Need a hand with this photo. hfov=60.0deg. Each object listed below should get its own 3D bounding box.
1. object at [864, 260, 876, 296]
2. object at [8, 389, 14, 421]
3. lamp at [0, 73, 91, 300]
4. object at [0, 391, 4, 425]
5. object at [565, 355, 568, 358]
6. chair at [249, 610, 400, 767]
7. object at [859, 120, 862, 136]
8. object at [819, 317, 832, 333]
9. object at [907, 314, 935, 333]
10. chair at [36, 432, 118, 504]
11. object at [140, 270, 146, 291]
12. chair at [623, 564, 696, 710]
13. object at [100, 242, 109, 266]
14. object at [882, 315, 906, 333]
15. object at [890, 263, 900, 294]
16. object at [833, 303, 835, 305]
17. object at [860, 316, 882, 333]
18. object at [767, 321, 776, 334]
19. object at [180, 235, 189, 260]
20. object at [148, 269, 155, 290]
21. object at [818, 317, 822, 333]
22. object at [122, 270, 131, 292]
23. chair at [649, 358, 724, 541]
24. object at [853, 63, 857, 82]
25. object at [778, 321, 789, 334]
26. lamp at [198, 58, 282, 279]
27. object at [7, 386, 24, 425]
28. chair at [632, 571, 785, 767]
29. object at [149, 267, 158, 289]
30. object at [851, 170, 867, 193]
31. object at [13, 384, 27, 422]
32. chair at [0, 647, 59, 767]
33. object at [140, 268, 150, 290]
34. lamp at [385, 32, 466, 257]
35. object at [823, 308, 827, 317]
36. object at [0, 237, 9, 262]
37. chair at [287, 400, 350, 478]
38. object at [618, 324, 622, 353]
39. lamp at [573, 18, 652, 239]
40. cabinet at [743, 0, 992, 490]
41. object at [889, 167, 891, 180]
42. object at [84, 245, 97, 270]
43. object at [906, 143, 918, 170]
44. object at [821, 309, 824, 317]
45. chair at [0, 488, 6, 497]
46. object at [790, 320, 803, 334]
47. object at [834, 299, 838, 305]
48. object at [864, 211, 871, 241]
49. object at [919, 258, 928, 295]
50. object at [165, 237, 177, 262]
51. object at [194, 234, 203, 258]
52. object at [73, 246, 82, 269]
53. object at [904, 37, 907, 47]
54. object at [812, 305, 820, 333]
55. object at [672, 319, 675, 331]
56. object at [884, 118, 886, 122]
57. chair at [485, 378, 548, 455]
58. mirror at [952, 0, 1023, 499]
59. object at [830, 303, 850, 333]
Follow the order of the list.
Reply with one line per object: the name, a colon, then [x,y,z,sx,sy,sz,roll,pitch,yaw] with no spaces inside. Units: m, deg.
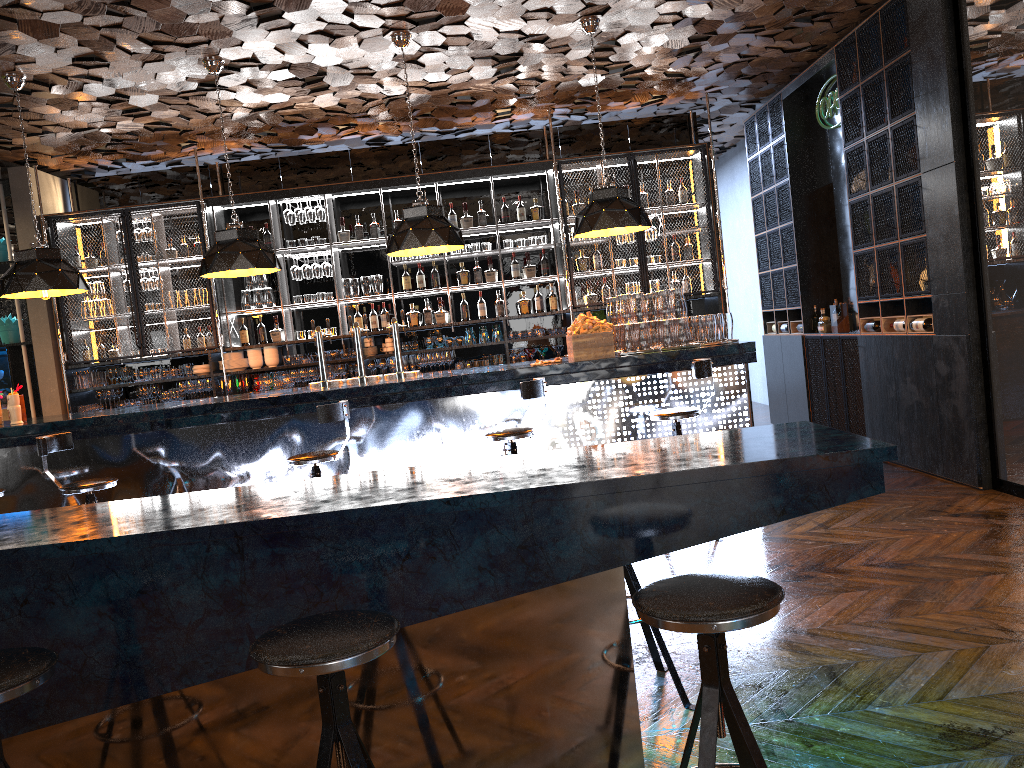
object: [3.102,-0.894,7.435,0.175,0.351,0.369,-6,3,4]
object: [-3.603,0.154,6.415,0.080,0.254,0.091,-6,3,1]
lamp: [-3.486,-1.409,6.414,0.582,1.606,0.607,-7,3,-1]
object: [-3.730,0.148,6.385,0.116,0.298,0.105,-5,4,30]
object: [0.558,-0.223,6.795,0.273,0.019,0.437,-7,3,-1]
chair: [-0.365,0.936,1.966,0.419,0.813,0.419,-7,3,-6]
object: [2.959,-2.136,7.358,0.126,0.249,0.253,-7,3,-1]
object: [3.034,-0.570,8.572,0.106,0.164,0.106,-7,3,-11]
object: [3.081,-0.450,6.567,0.123,0.132,0.396,-6,3,0]
chair: [-2.541,0.840,5.333,0.476,1.108,0.419,-7,3,-1]
object: [-3.821,-1.066,9.152,0.081,0.213,0.081,-6,3,5]
chair: [0.397,0.772,3.323,0.419,0.813,0.419,-7,3,-6]
object: [-4.167,-1.319,9.067,0.075,0.261,0.075,-9,4,-42]
object: [3.071,-0.472,6.998,0.122,0.132,0.396,-7,3,-1]
object: [3.086,-0.830,7.010,0.131,0.280,0.208,-8,3,-19]
object: [3.179,-0.653,8.717,0.080,0.279,0.080,-9,4,-43]
object: [3.061,-0.495,7.423,0.122,0.133,0.396,-7,3,-1]
object: [3.012,-0.645,10.063,0.122,0.132,0.396,-6,3,1]
object: [-3.355,-1.398,9.082,0.073,0.246,0.072,-7,3,-16]
object: [-3.736,-1.076,9.153,0.081,0.213,0.081,-6,3,5]
object: [3.113,-0.586,8.702,0.228,0.164,0.117,-6,3,0]
object: [-3.913,-1.048,9.006,0.081,0.213,0.081,-6,3,5]
chair: [1.085,0.413,5.624,0.476,1.108,0.419,-6,3,9]
object: [2.926,-2.565,7.306,0.126,0.249,0.253,-8,4,-31]
object: [3.018,-0.619,9.635,0.123,0.132,0.396,-7,3,-1]
lamp: [-2.108,-1.600,6.567,0.582,1.564,0.607,-7,3,-1]
object: [-3.459,0.147,6.176,0.081,0.264,0.099,-5,3,19]
chair: [0.467,0.843,1.950,0.419,0.813,0.419,-7,3,-6]
object: [-3.642,-1.079,9.012,0.081,0.213,0.081,-6,3,5]
object: [3.013,-1.689,7.373,0.192,0.221,0.403,-8,4,-32]
object: [-3.515,0.139,6.302,0.080,0.277,0.091,-4,4,31]
chair: [-1.130,1.023,1.962,0.419,0.813,0.419,-7,3,-6]
object: [-3.732,-1.068,9.010,0.081,0.213,0.081,-6,3,5]
lamp: [-0.719,-1.752,6.478,0.582,1.564,0.607,-7,3,-1]
object: [3.130,-0.639,8.873,0.065,0.237,0.065,-9,4,-43]
object: [-5.194,-1.352,8.952,0.265,0.325,0.245,-7,3,-7]
chair: [-1.163,0.677,5.462,0.476,1.108,0.419,-6,3,14]
object: [0.821,-0.330,6.441,0.105,0.209,0.105,-5,4,24]
lamp: [0.664,-1.916,6.626,0.582,1.564,0.607,-7,3,-1]
cabinet: [3.175,-1.178,8.071,0.691,3.514,4.416,-7,3,-1]
object: [3.059,-1.682,6.915,0.126,0.249,0.253,-8,4,-31]
object: [-4.300,-1.293,9.050,0.108,0.244,0.108,-7,3,-13]
object: [3.045,-1.658,6.514,0.266,0.239,0.265,-8,4,-23]
object: [3.084,-0.630,8.801,0.065,0.237,0.065,-9,4,-33]
chair: [-3.284,0.918,5.437,0.476,1.108,0.419,-7,3,-1]
object: [3.023,-0.595,9.210,0.122,0.132,0.396,-7,3,-1]
object: [3.160,-0.670,8.620,0.086,0.313,0.086,-3,4,42]
object: [3.057,-1.333,7.405,0.167,0.356,0.255,-6,3,4]
object: [3.141,-0.822,6.548,0.164,0.303,0.341,-6,3,4]
object: [-3.492,-1.381,9.080,0.108,0.244,0.108,-7,3,-13]
object: [-3.211,-1.415,9.085,0.073,0.246,0.072,-6,3,14]
object: [-4.457,-1.287,9.086,0.075,0.260,0.075,-9,4,-42]
object: [2.952,-2.503,6.460,0.138,0.222,0.278,-6,3,-1]
object: [3.072,-0.655,8.953,0.080,0.279,0.080,-9,4,-43]
object: [1.217,-0.377,6.469,0.105,0.209,0.105,-5,4,24]
object: [3.013,-2.078,6.928,0.210,0.168,0.105,-7,3,-2]
chair: [0.045,0.536,5.536,0.476,1.108,0.419,-6,3,14]
mirror: [3.058,-1.021,5.262,0.026,3.551,1.194,-7,3,-1]
object: [3.087,-0.618,8.352,0.116,0.264,0.144,-7,3,-1]
